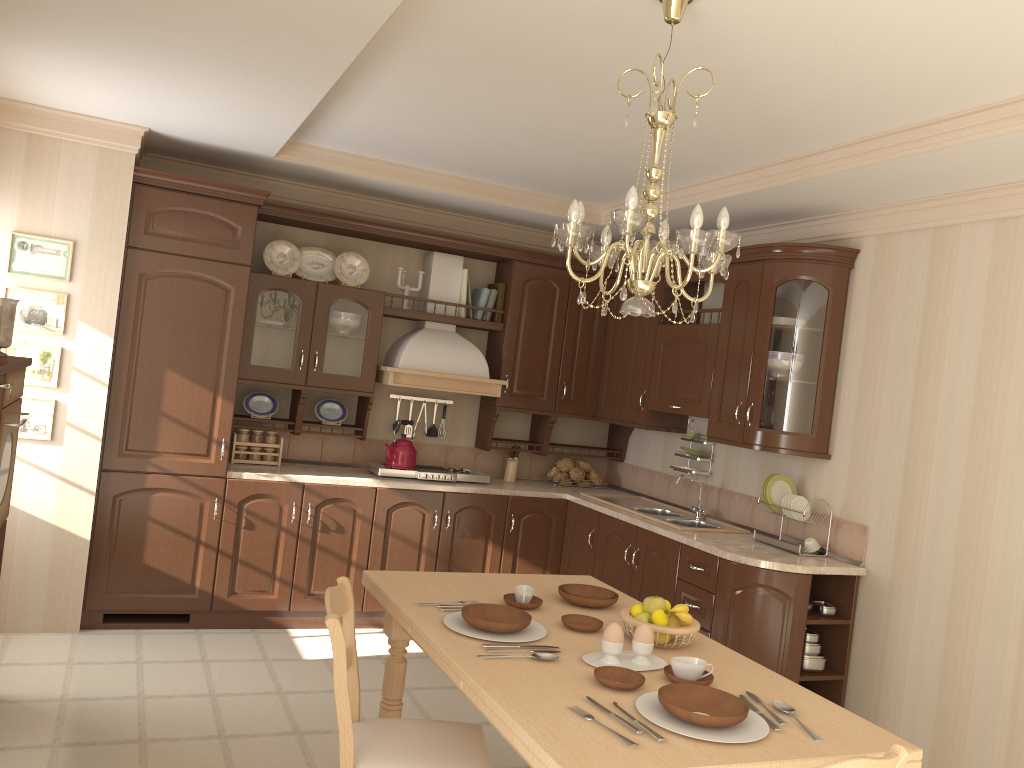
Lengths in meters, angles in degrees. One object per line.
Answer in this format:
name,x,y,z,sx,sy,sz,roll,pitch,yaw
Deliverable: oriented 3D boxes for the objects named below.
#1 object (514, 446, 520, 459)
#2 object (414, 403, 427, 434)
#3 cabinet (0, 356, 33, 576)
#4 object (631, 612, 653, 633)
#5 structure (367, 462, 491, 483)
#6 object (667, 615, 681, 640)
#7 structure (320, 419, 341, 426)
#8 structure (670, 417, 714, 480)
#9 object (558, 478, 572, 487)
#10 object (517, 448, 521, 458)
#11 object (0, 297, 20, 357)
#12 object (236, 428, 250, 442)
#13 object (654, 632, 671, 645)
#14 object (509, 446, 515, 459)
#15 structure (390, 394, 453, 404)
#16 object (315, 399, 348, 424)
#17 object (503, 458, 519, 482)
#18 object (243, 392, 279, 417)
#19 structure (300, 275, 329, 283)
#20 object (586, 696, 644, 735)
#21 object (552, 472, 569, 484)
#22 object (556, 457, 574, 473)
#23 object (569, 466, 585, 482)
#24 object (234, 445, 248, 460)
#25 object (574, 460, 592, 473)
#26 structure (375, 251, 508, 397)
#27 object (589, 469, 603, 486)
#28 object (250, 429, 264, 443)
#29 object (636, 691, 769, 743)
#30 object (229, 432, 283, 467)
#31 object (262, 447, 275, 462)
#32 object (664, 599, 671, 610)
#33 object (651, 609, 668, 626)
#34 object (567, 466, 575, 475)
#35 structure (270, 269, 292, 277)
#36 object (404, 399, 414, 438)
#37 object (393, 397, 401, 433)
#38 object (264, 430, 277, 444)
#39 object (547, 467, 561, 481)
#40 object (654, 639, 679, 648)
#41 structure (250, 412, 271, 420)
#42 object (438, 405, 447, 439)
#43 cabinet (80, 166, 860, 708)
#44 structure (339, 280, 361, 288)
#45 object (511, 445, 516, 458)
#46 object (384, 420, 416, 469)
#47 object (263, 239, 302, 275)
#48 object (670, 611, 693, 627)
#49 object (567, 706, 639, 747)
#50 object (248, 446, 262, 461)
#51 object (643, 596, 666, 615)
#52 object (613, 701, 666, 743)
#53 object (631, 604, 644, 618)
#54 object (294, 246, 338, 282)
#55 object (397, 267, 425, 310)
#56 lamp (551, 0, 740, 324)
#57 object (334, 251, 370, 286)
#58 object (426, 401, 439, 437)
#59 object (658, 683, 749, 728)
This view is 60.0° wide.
object,0.022,0.503,5.795,0.053,0.198,0.027,7,0,-40
object,-0.574,0.217,5.638,0.089,0.195,0.005,7,0,-24
cabinet,-1.910,0.580,2.757,0.538,1.349,1.513,7,0,-24
object,0.385,0.704,2.586,0.072,0.076,0.074,7,0,41
structure,-0.492,0.537,5.380,0.710,0.054,0.325,7,0,-24
object,0.458,0.714,2.600,0.076,0.065,0.077,7,0,43
structure,-1.078,0.180,5.300,0.110,0.126,0.080,7,0,-24
structure,1.063,0.378,5.223,0.131,0.361,0.256,7,0,-24
object,0.346,0.644,5.883,0.119,0.058,0.114,7,0,31
object,0.029,0.494,5.832,0.022,0.159,0.050,7,0,36
object,-1.966,-0.220,3.374,0.144,0.220,0.144,7,0,-41
object,-1.535,0.293,5.063,0.068,0.088,0.068,7,0,-7
object,0.428,0.725,2.548,0.055,0.046,0.046,7,0,9
object,-0.015,0.504,5.792,0.053,0.198,0.027,7,0,-40
structure,-0.573,0.097,5.640,0.422,0.020,0.008,7,0,-24
object,-1.079,0.163,5.303,0.202,0.143,0.071,7,0,-26
object,-0.001,0.558,5.795,0.078,0.148,0.151,7,0,14
object,-1.454,0.118,5.140,0.202,0.143,0.071,7,0,-26
structure,-1.159,-0.657,5.215,0.154,0.126,0.080,7,0,-24
object,0.222,0.733,1.969,0.018,0.008,0.212,7,0,-29
object,0.320,0.622,5.847,0.104,0.092,0.114,7,0,23
object,0.353,0.536,5.884,0.118,0.105,0.100,7,0,-29
object,0.430,0.596,5.870,0.110,0.102,0.115,7,0,5
object,-1.546,0.393,5.064,0.068,0.088,0.068,7,0,-7
object,0.473,0.552,5.956,0.112,0.078,0.125,7,0,-29
structure,-0.418,-0.385,5.455,0.753,0.845,0.455,7,0,-24
object,0.560,0.624,5.927,0.097,0.106,0.117,7,0,22
object,-1.466,0.301,5.100,0.068,0.088,0.068,7,0,-7
object,0.431,0.756,2.017,0.299,0.009,0.299,7,0,-45
object,-1.477,0.373,5.101,0.276,0.170,0.140,7,0,-28
object,-1.410,0.409,5.137,0.068,0.088,0.068,7,0,-7
object,0.450,0.669,2.663,0.054,0.046,0.047,7,0,18
object,0.427,0.677,2.557,0.045,0.053,0.051,7,0,-35
object,0.379,0.581,5.957,0.110,0.092,0.113,7,0,29
structure,-1.318,-0.676,5.085,0.110,0.126,0.080,7,0,-24
object,-0.645,0.215,5.608,0.051,0.245,0.003,7,0,-24
object,-0.719,0.194,5.572,0.048,0.231,0.015,7,0,-22
object,-1.398,0.309,5.137,0.068,0.088,0.068,7,0,-7
object,0.283,0.599,5.906,0.092,0.109,0.123,7,0,34
object,0.428,0.753,2.612,0.128,0.011,0.128,7,0,17
structure,-1.453,0.135,5.137,0.110,0.126,0.080,7,0,-24
object,-0.442,0.242,5.696,0.049,0.219,0.049,7,0,44
cabinet,-0.301,0.280,4.488,3.226,2.313,2.436,7,0,-24
structure,-0.954,-0.633,5.246,0.110,0.126,0.080,7,0,-24
object,-0.001,0.495,5.819,0.027,0.191,0.052,7,0,22
object,-0.649,0.354,5.251,0.181,0.282,0.227,7,0,0
object,-1.317,-0.727,5.087,0.220,0.210,0.068,7,0,-26
object,0.492,0.695,2.579,0.064,0.094,0.176,7,0,13
object,0.193,0.732,1.900,0.028,0.004,0.218,7,0,-34
object,-1.478,0.401,5.101,0.068,0.088,0.068,7,0,-7
object,0.420,0.658,2.619,0.068,0.061,0.069,7,0,-7
object,0.273,0.739,1.950,0.022,0.008,0.218,7,0,-21
object,0.376,0.679,2.642,0.045,0.047,0.055,7,0,8
object,-1.154,-0.705,5.220,0.342,0.209,0.073,7,0,-23
object,-0.656,-0.577,5.414,0.174,0.248,0.163,7,0,29
lamp,0.407,-0.673,2.468,0.502,0.982,0.501,7,0,36
object,-0.947,-0.683,5.249,0.220,0.210,0.068,7,0,-26
object,-0.501,0.224,5.684,0.088,0.236,0.028,7,0,-24
object,0.432,0.738,2.017,0.204,0.042,0.204,7,0,36
